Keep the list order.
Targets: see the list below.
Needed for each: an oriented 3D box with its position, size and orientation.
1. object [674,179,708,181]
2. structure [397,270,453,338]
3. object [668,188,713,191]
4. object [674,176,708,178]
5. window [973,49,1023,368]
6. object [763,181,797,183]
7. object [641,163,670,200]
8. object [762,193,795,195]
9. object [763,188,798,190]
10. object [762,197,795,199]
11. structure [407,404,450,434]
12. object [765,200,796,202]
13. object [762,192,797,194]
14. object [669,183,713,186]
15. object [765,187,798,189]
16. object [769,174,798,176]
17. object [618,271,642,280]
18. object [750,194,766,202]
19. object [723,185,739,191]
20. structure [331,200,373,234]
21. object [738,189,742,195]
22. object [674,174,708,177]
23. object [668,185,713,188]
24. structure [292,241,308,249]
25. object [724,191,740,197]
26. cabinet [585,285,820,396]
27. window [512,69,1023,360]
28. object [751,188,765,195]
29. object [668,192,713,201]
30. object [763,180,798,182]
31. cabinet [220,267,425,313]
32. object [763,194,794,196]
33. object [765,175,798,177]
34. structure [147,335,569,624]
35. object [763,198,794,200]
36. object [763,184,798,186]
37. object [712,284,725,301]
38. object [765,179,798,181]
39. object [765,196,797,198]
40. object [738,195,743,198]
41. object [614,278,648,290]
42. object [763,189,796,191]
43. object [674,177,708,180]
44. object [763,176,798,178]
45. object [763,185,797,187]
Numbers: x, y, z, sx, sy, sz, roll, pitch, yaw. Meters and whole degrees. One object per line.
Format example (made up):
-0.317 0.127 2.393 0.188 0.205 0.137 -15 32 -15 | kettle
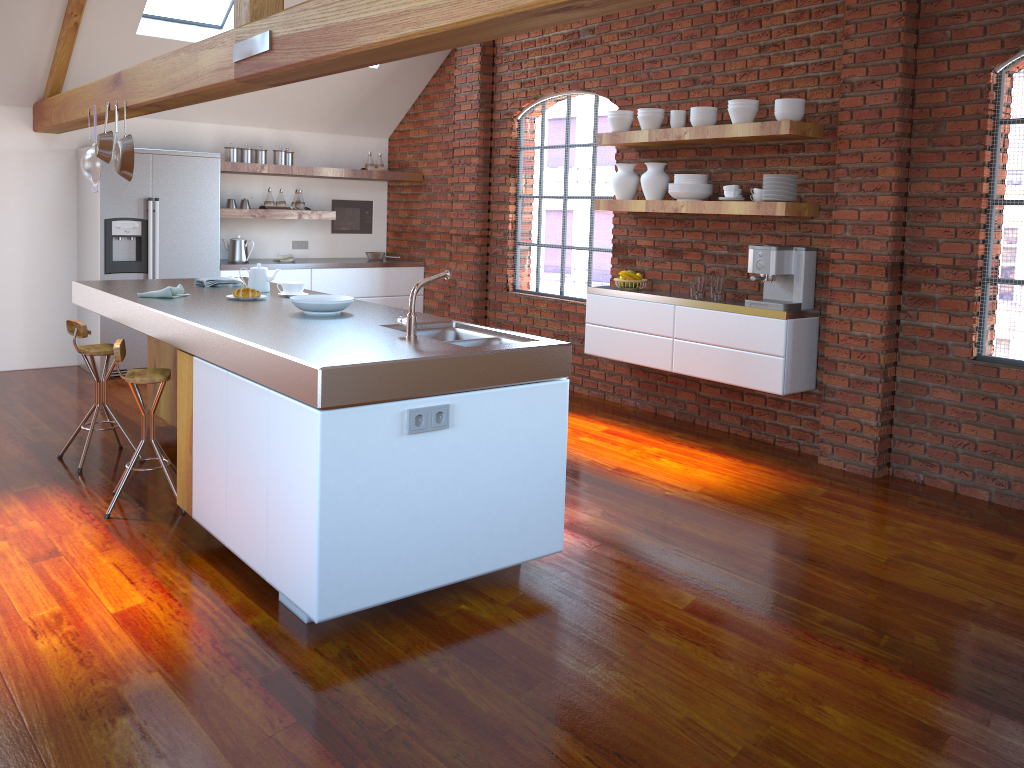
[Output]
1.141 -1.278 5.616 0.215 0.054 0.215 12 14 42 | object
-0.328 -0.311 3.347 0.201 0.246 0.100 -4 8 -39 | structure
1.139 -1.218 5.621 0.283 0.054 0.284 9 13 34 | object
1.142 -1.297 5.615 0.215 0.054 0.215 12 14 42 | object
2.797 -0.826 3.990 0.084 1.654 1.281 -2 7 -38 | window
1.555 -1.165 5.101 0.194 0.013 0.197 -3 12 -22 | object
0.955 -1.346 5.868 0.193 0.247 0.194 5 7 23 | object
1.553 -1.097 5.106 0.194 0.013 0.197 -3 12 -22 | object
1.554 -1.124 5.104 0.194 0.013 0.197 -3 12 -22 | object
1.553 -1.074 5.108 0.194 0.013 0.197 -3 12 -22 | object
-0.279 0.112 2.889 0.161 0.079 0.033 -6 9 -38 | structure
1.552 -1.060 5.109 0.194 0.013 0.197 -3 12 -22 | object
1.553 -1.102 5.106 0.194 0.013 0.197 -3 12 -22 | object
1.140 -1.247 5.619 0.283 0.054 0.284 9 13 34 | object
1.554 -1.129 5.104 0.194 0.013 0.197 -3 12 -22 | object
1.557 -1.202 5.098 0.194 0.013 0.197 -3 12 -22 | object
0.818 -0.733 6.032 0.184 0.084 0.067 2 7 -1 | object
1.488 -1.112 5.277 0.092 0.046 0.100 1 10 -4 | object
1.323 -1.175 5.325 0.092 0.058 0.101 8 11 34 | object
-1.578 -1.653 8.713 0.458 0.331 0.013 -5 8 -39 | structure
1.387 -1.191 5.498 0.092 0.058 0.101 5 10 19 | object
1.142 -1.307 5.614 0.215 0.054 0.215 12 14 42 | object
1.140 -1.237 5.619 0.283 0.054 0.284 9 13 34 | object
-2.024 -1.326 8.389 0.161 0.079 0.033 -6 9 -38 | structure
1.327 -1.143 5.325 0.099 0.046 0.093 -8 14 -43 | object
1.155 -0.326 5.677 0.338 0.469 1.641 -3 12 -38 | cabinet
4.257 -0.928 5.832 17.572 9.807 3.645 10 9 41 | window
1.494 -1.144 5.277 0.092 0.058 0.101 -1 10 -15 | object
1.139 -1.196 5.622 0.283 0.054 0.284 9 13 34 | object
1.556 -1.170 5.101 0.194 0.013 0.197 -3 12 -22 | object
-1.847 -0.685 8.121 1.991 0.809 0.719 -6 11 -38 | cabinet
1.553 -1.092 5.106 0.194 0.013 0.197 -3 12 -22 | object
1.556 -1.198 5.099 0.194 0.013 0.197 -3 12 -22 | object
-1.162 0.141 4.198 1.027 0.757 3.155 -5 13 -38 | structure
1.552 -1.069 5.108 0.194 0.013 0.197 -3 12 -22 | object
1.555 -1.147 5.102 0.194 0.013 0.197 -3 12 -22 | object
1.272 -0.563 5.428 0.077 0.103 0.079 -2 8 -27 | object
1.556 -1.175 5.100 0.194 0.013 0.197 -3 12 -22 | object
1.553 -1.078 5.107 0.194 0.013 0.197 -3 12 -22 | object
1.392 -1.159 5.499 0.092 0.046 0.100 8 11 30 | object
0.821 -0.690 6.083 0.235 0.070 0.239 3 11 8 | object
1.554 -1.120 5.104 0.194 0.013 0.197 -3 12 -22 | object
1.141 -1.288 5.616 0.215 0.054 0.215 12 14 42 | object
1.556 -1.193 5.099 0.194 0.013 0.197 -3 12 -22 | object
1.555 -1.142 5.103 0.194 0.013 0.197 -3 12 -22 | object
